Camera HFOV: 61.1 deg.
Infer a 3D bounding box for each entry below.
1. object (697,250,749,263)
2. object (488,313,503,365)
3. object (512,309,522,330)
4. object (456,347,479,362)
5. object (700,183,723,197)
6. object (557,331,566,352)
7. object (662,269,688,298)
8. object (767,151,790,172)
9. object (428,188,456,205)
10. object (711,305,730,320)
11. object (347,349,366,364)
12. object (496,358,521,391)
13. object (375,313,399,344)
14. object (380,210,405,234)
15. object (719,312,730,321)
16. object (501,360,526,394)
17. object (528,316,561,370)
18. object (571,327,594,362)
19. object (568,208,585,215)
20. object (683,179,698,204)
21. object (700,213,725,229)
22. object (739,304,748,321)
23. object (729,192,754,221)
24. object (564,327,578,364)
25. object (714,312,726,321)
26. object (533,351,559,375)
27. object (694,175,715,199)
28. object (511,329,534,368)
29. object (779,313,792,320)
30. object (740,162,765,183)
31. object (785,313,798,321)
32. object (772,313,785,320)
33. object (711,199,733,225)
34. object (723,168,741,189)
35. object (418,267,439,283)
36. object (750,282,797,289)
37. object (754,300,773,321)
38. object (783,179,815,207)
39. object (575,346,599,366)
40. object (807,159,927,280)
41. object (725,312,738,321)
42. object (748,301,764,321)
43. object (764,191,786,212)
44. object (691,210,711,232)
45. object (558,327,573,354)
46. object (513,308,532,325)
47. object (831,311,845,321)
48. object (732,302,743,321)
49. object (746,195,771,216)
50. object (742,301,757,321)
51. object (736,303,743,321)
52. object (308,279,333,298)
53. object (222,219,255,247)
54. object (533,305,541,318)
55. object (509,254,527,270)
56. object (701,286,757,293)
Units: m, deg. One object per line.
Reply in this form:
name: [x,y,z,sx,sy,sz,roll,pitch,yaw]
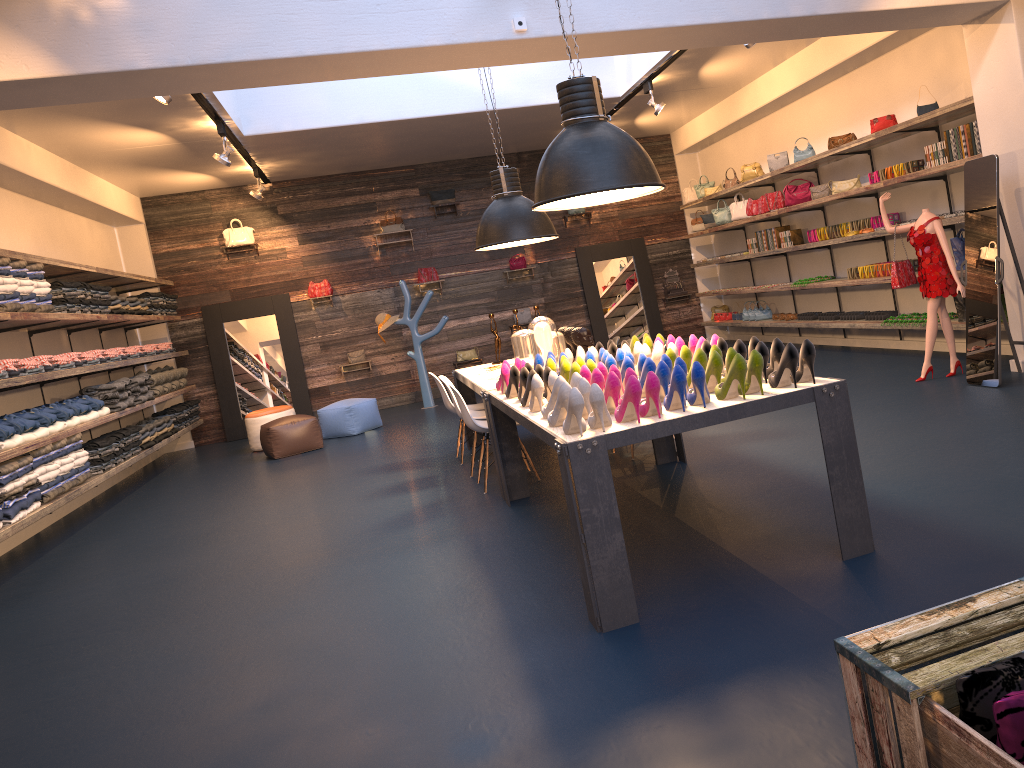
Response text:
object: [3.298,-1.968,13.397,0.501,0.060,1.463,-11,6,-9]
object: [-0.156,-0.417,7.914,0.141,0.467,0.138,-10,4,-1]
object: [0.051,-0.459,7.975,0.129,0.467,0.150,-8,4,31]
object: [-0.660,-0.449,13.164,0.396,0.174,0.211,-14,6,-36]
object: [3.027,-2.939,13.223,0.333,0.174,0.251,-5,7,40]
object: [0.307,-0.236,6.219,0.187,0.289,0.162,-12,4,-24]
object: [2.651,-1.667,14.237,0.375,0.459,0.224,-11,4,-14]
object: [3.368,-2.807,10.962,0.256,0.229,0.085,-7,5,29]
object: [-1.038,-2.813,13.069,0.444,0.231,0.167,-12,5,-22]
object: [3.413,-1.179,14.210,0.350,0.233,0.211,-8,5,20]
object: [-2.272,-0.400,12.699,0.293,0.175,0.095,-14,5,-36]
object: [-0.010,-0.068,5.570,0.213,0.195,0.229,-12,5,-18]
object: [-1.714,-0.788,12.146,0.352,0.440,0.339,-11,4,-16]
object: [-1.783,-2.405,12.850,0.358,0.334,0.162,-10,4,-4]
object: [3.392,-1.076,13.793,0.208,0.118,0.095,-8,5,20]
object: [0.019,-0.047,5.309,0.209,0.195,0.241,-10,5,0]
object: [0.231,-0.266,6.017,0.216,0.411,0.188,-12,4,-24]
object: [0.514,-0.268,6.197,0.161,0.285,0.147,-11,4,-13]
object: [0.999,-2.859,13.693,0.395,0.366,0.163,-12,4,-27]
object: [2.954,-3.115,13.978,0.415,0.385,0.198,-9,4,9]
object: [3.108,-2.532,13.380,0.390,0.231,0.190,-7,5,25]
object: [3.513,-1.107,13.109,0.191,0.279,0.062,-9,4,16]
object: [3.274,-2.535,12.347,0.389,0.385,0.210,-6,6,40]
object: [0.476,-0.285,6.442,0.161,0.285,0.147,-11,4,-13]
object: [3.360,-1.091,13.997,0.208,0.118,0.095,-8,5,20]
object: [0.208,-0.113,5.644,0.210,0.195,0.233,-11,5,-12]
object: [2.997,-3.064,13.504,0.341,0.366,0.190,-7,5,30]
object: [0.103,-0.227,6.245,0.184,0.335,0.188,-10,4,6]
object: [3.758,-0.927,11.849,0.226,0.082,0.221,-12,6,-22]
object: [3.219,-2.855,11.673,0.339,0.233,0.217,-6,6,37]
object: [3.757,-0.901,11.590,0.226,0.082,0.221,-12,6,-22]
object: [3.735,-0.948,12.102,0.214,0.082,0.234,-10,5,0]
object: [3.123,-2.552,12.851,0.341,0.366,0.190,-7,5,30]
object: [3.141,-2.950,12.451,0.112,0.299,0.268,-13,6,-40]
object: [-1.253,-1.637,13.004,0.344,0.254,0.128,-12,5,-27]
object: [3.552,-1.345,11.881,0.369,0.029,0.852,-11,6,-9]
object: [3.593,-1.059,12.444,0.260,0.282,0.102,-8,4,21]
object: [3.528,-2.368,10.681,0.367,0.336,0.283,-12,5,-24]
object: [0.460,-0.135,5.436,0.210,0.195,0.233,-11,5,-12]
object: [3.914,-1.721,9.686,0.472,1.133,2.592,-11,5,-8]
object: [3.443,-1.066,13.599,0.207,0.118,0.095,-8,5,21]
object: [3.556,-1.072,12.636,0.260,0.282,0.102,-8,4,21]
object: [3.370,-2.362,11.193,0.147,0.249,0.292,-13,6,-39]
object: [3.013,-2.619,13.892,0.326,0.334,0.178,-7,5,31]
object: [0.439,-0.303,6.681,0.161,0.285,0.147,-11,4,-13]
object: [0.170,-1.054,13.460,0.275,0.229,0.079,-10,4,1]
object: [3.945,-0.823,10.483,0.195,0.087,0.063,-11,4,-15]
object: [3.473,-1.126,13.372,0.191,0.279,0.062,-9,4,16]
object: [3.320,-2.409,11.739,0.310,0.253,0.149,-6,6,38]
object: [3.521,-1.085,12.830,0.264,0.282,0.100,-9,4,15]
object: [3.495,-1.118,13.249,0.197,0.279,0.060,-10,4,7]
object: [-2.779,-1.378,12.557,0.343,0.253,0.135,-10,4,-4]
object: [-3.846,-2.133,12.216,0.457,0.385,0.179,-12,4,-27]
object: [0.272,-0.504,8.045,0.152,0.467,0.128,-13,5,-36]
object: [0.082,-1.891,13.436,0.261,0.243,0.207,-11,5,-17]
object: [3.335,-1.445,13.277,0.366,0.024,1.802,-11,6,-8]
